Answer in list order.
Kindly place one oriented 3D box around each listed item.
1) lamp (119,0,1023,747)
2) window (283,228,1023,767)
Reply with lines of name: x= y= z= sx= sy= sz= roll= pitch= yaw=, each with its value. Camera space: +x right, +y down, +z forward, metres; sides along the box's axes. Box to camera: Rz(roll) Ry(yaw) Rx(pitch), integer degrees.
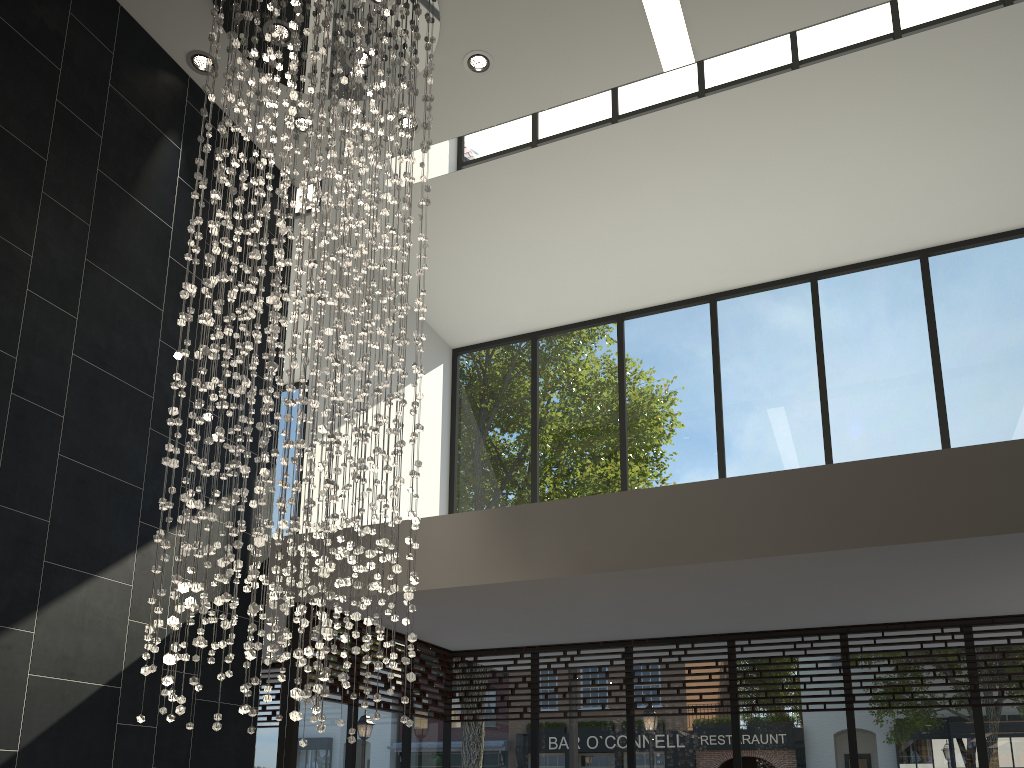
lamp: x=-1.328 y=-43.360 z=8.071 sx=413.043 sy=106.451 sz=416.159 roll=21 pitch=-32 yaw=-37
window: x=1.764 y=1.345 z=5.968 sx=6.214 sy=5.608 sz=2.487 roll=-8 pitch=-18 yaw=22
